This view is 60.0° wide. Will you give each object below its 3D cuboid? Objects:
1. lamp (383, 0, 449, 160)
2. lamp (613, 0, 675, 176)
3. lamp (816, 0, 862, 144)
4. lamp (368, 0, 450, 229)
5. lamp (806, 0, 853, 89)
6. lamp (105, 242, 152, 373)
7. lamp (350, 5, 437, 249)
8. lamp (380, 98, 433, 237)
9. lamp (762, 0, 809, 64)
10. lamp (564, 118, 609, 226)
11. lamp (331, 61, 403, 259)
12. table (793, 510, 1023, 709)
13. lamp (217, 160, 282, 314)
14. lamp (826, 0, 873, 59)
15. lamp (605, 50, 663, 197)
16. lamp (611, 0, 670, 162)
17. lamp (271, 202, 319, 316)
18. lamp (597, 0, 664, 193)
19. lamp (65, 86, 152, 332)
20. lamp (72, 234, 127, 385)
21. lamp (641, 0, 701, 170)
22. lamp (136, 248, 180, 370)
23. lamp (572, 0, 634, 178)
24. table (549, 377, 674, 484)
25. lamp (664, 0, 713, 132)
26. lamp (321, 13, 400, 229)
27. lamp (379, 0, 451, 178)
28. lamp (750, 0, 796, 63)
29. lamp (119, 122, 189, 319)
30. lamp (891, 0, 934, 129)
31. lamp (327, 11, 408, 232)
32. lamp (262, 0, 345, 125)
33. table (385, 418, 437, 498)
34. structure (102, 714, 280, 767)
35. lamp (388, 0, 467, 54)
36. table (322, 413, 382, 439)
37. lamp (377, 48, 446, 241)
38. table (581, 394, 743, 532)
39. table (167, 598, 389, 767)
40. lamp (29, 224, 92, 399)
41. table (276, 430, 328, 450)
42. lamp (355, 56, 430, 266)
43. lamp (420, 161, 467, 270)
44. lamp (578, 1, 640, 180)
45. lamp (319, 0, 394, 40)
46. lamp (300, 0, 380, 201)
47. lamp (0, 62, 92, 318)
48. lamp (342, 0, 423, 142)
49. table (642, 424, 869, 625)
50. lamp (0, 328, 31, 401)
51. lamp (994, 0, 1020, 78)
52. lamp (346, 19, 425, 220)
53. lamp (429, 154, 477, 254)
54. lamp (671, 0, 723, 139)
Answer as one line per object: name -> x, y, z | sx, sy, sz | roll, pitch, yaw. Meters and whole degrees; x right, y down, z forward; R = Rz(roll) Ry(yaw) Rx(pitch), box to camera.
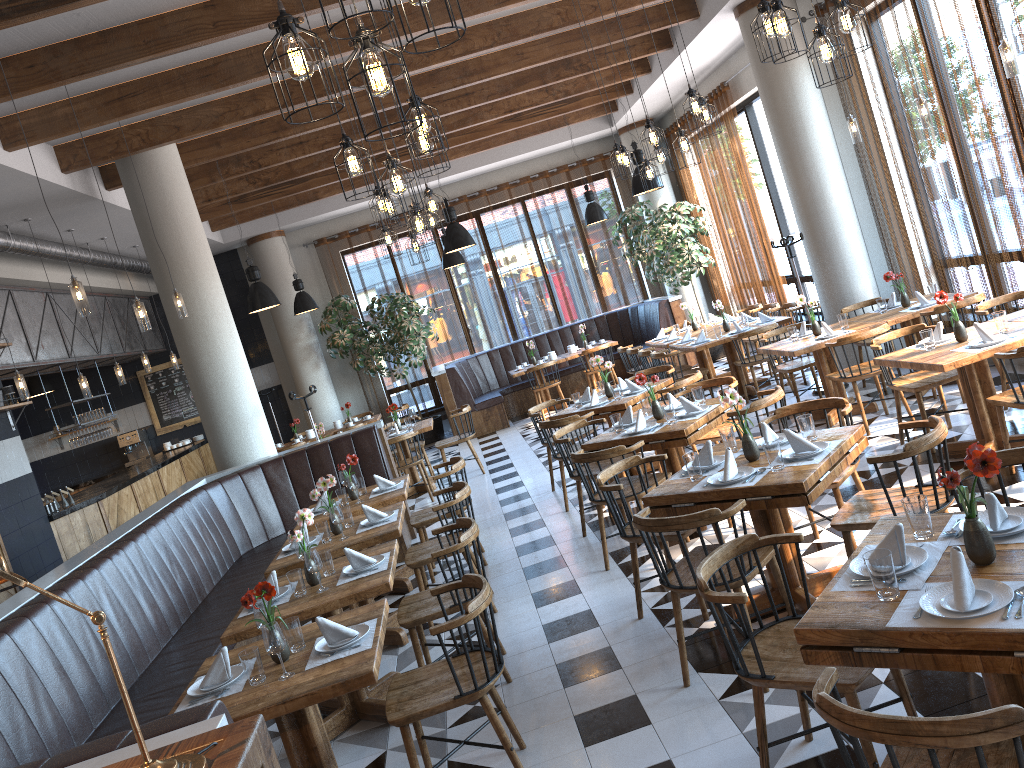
lamp -> -0.701, -2.109, 4.284 | 0.176, 2.066, 0.174 | -19, 3, -20
lamp -> 1.154, -2.990, 8.387 | 0.174, 2.066, 0.176 | -15, 4, 39
lamp -> 2.843, -3.121, 7.983 | 0.078, 1.960, 0.078 | -19, 4, -28
lamp -> -0.867, -2.195, 6.729 | 0.174, 2.066, 0.176 | -16, 3, 23
lamp -> 1.333, -2.517, 4.447 | 0.175, 2.066, 0.175 | -18, 3, -9
lamp -> -4.774, -1.079, 10.891 | 0.078, 1.960, 0.079 | -15, 4, 31
lamp -> -0.950, -2.015, 6.558 | 0.176, 2.066, 0.174 | -19, 4, -33
lamp -> -1.117, -2.349, 8.009 | 0.174, 2.066, 0.176 | -17, 3, 14
lamp -> 1.087, -2.616, 4.370 | 0.176, 2.066, 0.174 | -19, 3, -20
lamp -> 1.026, -3.358, 13.514 | 0.390, 1.860, 0.392 | -17, 3, 9
lamp -> -1.409, -2.171, 8.192 | 0.176, 2.066, 0.175 | -18, 3, -19
table -> 1.489, 0.884, 2.606 | 0.860, 0.762, 0.871 | -13, 6, 41
lamp -> -3.062, -1.727, 9.926 | 0.392, 1.860, 0.389 | -19, 4, -26
lamp -> 1.476, -2.709, 4.550 | 0.176, 2.066, 0.174 | -20, 4, -43
lamp -> 1.305, -3.122, 10.260 | 0.392, 1.860, 0.389 | -19, 4, -26
lamp -> 0.824, -2.726, 6.767 | 0.176, 2.066, 0.175 | -18, 3, -18
lamp -> -3.341, -1.963, 13.181 | 0.388, 1.860, 0.393 | -14, 4, 44
lamp -> 1.029, -2.801, 8.256 | 0.176, 2.066, 0.175 | -18, 3, -18
lamp -> -3.041, -1.334, 6.618 | 0.078, 1.960, 0.079 | -15, 4, 36
lamp -> -4.664, -0.927, 9.911 | 0.078, 1.960, 0.078 | -18, 3, -18
lamp -> 1.073, -2.669, 6.795 | 0.174, 2.066, 0.176 | -17, 3, 15
lamp -> -4.863, -1.130, 12.045 | 0.078, 1.960, 0.078 | -17, 3, 4
lamp -> 0.765, -2.970, 8.354 | 0.176, 2.066, 0.175 | -18, 3, -18
table -> 1.016, 0.483, 8.122 | 0.860, 0.762, 0.871 | -13, 6, 41
lamp -> 1.112, -2.902, 6.579 | 0.174, 2.066, 0.176 | -17, 3, 15
lamp -> -1.235, -2.172, 6.598 | 0.176, 2.066, 0.174 | -19, 4, -33
lamp -> -0.708, -2.068, 4.494 | 0.176, 2.066, 0.174 | -19, 4, -32
lamp -> 1.086, -2.695, 4.575 | 0.175, 2.066, 0.175 | -18, 3, -9
lamp -> -3.167, -1.515, 7.717 | 0.078, 1.960, 0.078 | -19, 4, -28
lamp -> 2.969, -2.940, 6.884 | 0.078, 1.960, 0.079 | -15, 4, 36
lamp -> -1.152, -2.119, 6.404 | 0.174, 2.066, 0.176 | -14, 4, 46
lamp -> -0.883, -1.774, 2.536 | 0.175, 2.066, 0.175 | -17, 3, 6
table -> -1.253, 0.941, 10.639 | 0.851, 0.762, 0.852 | -18, 4, -4
structure -> -0.524, 1.369, 1.203 | 0.646, 1.297, 1.047 | -18, 4, -4
lamp -> -0.517, -1.915, 2.351 | 0.174, 2.066, 0.176 | -16, 4, 29
table -> -2.327, 0.986, 13.559 | 0.851, 0.762, 0.852 | -18, 4, -4
lamp -> -1.007, -2.342, 8.195 | 0.175, 2.066, 0.175 | -17, 3, 3
table -> 1.170, 0.613, 6.330 | 0.860, 0.762, 0.871 | -13, 6, 41
table -> -0.831, 1.505, 3.636 | 0.851, 0.762, 0.852 | -18, 4, -4
lamp -> -4.557, -0.795, 8.868 | 0.078, 1.960, 0.078 | -16, 4, 28
table -> -3.139, 1.245, 13.497 | 0.851, 0.762, 0.852 | -18, 4, -4
lamp -> -1.161, -2.115, 8.223 | 0.174, 2.066, 0.176 | -17, 3, 14
lamp -> -1.145, -2.664, 13.348 | 0.390, 1.860, 0.391 | -17, 3, -1
lamp -> 0.796, -2.900, 8.150 | 0.176, 2.066, 0.174 | -19, 4, -29
lamp -> -0.694, -1.907, 2.227 | 0.174, 2.066, 0.176 | -15, 4, 40
lamp -> -1.030, -1.898, 4.246 | 0.174, 2.066, 0.176 | -15, 4, 36
lamp -> -2.983, -1.365, 5.544 | 0.078, 1.960, 0.078 | -17, 3, 15
lamp -> -0.644, -1.705, 2.470 | 0.174, 2.066, 0.176 | -15, 4, 40
table -> 1.329, 0.748, 4.478 | 0.860, 0.762, 0.871 | -13, 6, 41
lamp -> -4.477, -0.799, 7.580 | 0.078, 1.960, 0.078 | -19, 4, -28
lamp -> 3.027, -2.971, 5.809 | 0.078, 1.960, 0.078 | -17, 3, 4
lamp -> -0.833, -1.837, 4.398 | 0.176, 2.066, 0.174 | -19, 3, -20
lamp -> -0.866, -2.428, 10.093 | 0.392, 1.860, 0.390 | -18, 3, -16
lamp -> 1.226, -2.896, 6.762 | 0.175, 2.066, 0.175 | -17, 3, 4
